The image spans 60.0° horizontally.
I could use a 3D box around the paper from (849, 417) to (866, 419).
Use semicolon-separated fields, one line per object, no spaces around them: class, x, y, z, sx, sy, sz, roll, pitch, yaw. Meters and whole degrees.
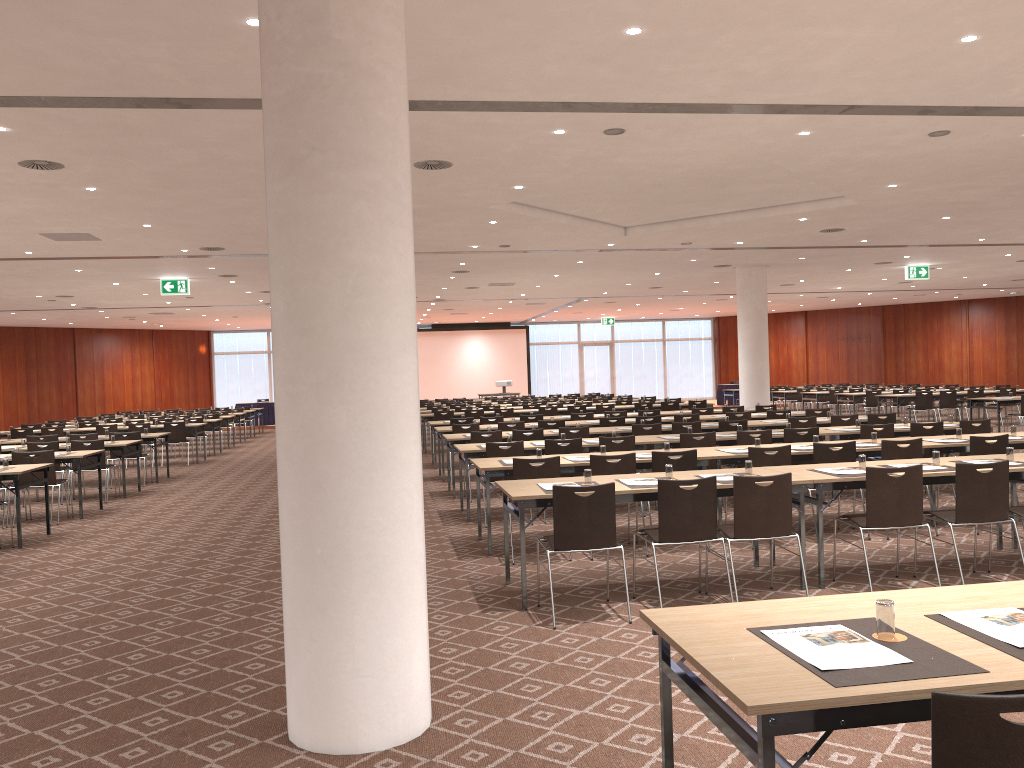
paper;5.257;0.517;13.532;0.283;0.006;0.398;-2;1;-7

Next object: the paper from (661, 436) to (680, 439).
paper;2.028;0.661;11.027;0.283;0.006;0.398;-2;1;-9

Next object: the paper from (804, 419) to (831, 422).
paper;4.661;0.544;13.361;0.460;0.003;0.565;-2;1;-9

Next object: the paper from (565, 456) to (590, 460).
paper;0.694;0.735;8.808;0.283;0.006;0.398;-2;1;-8

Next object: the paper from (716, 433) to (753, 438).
paper;2.706;0.641;11.068;0.460;0.003;0.565;-2;1;-7

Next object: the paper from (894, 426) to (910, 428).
paper;4.913;0.555;11.432;0.283;0.006;0.398;-2;1;-11

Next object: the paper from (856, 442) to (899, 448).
paper;3.652;0.631;9.176;0.460;0.003;0.565;-2;1;-9

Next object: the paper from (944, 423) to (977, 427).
paper;5.631;0.533;11.496;0.460;0.003;0.565;-2;1;-5

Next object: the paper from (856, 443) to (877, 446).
paper;3.599;0.628;9.234;0.283;0.006;0.398;-2;1;-9

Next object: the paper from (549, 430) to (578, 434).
paper;0.801;0.687;12.786;0.460;0.003;0.565;-2;1;-9

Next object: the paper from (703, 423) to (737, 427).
paper;3.052;0.603;13.123;0.460;0.003;0.565;-2;1;-10

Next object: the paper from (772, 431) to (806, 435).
paper;3.380;0.616;11.162;0.460;0.003;0.565;-2;1;-6

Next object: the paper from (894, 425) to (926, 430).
paper;4.972;0.557;11.388;0.460;0.003;0.565;-2;1;-7

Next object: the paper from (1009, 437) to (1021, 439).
paper;5.203;0.569;9.453;0.283;0.006;0.398;-2;1;-8

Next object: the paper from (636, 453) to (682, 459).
paper;1.433;0.713;8.859;0.460;0.003;0.565;-2;1;-5

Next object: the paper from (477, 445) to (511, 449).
paper;-0.171;0.748;10.599;0.460;0.003;0.565;-2;1;-9

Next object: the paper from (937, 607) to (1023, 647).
paper;1.618;0.776;2.847;0.283;0.006;0.398;-2;1;-8

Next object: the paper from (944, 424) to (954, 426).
paper;5.557;0.531;11.540;0.283;0.006;0.398;-2;1;-11

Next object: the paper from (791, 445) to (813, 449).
paper;2.980;0.651;9.137;0.283;0.006;0.398;-2;1;-8

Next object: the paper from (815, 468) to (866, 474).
paper;2.626;0.689;7.053;0.283;0.006;0.398;-2;1;-10

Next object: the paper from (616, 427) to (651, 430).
paper;1.796;0.650;12.935;0.460;0.003;0.565;-2;1;-8

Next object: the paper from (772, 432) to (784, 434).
paper;3.291;0.615;11.184;0.283;0.006;0.398;-2;1;-9

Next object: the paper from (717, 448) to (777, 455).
paper;2.375;0.678;8.969;0.460;0.003;0.565;-2;1;-8

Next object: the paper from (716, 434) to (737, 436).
paper;2.650;0.638;11.105;0.283;0.006;0.398;-2;1;-9

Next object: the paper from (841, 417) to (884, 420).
paper;5.295;0.521;13.444;0.460;0.003;0.565;-2;1;-10

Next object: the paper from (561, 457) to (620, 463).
paper;0.774;0.737;8.745;0.460;0.003;0.565;-2;1;-10

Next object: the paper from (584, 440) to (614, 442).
paper;1.062;0.697;10.866;0.283;0.006;0.398;-2;1;-11

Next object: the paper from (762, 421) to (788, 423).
paper;3.963;0.565;13.317;0.283;0.006;0.398;-2;1;-10

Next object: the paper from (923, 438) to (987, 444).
paper;4.600;0.596;9.314;0.460;0.003;0.565;-2;1;-7

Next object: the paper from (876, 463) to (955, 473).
paper;3.291;0.669;7.103;0.460;0.003;0.565;-2;1;-9

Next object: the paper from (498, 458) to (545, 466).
paper;0.117;0.762;8.655;0.460;0.003;0.565;-2;1;-7

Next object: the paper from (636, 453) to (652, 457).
paper;1.354;0.711;8.881;0.283;0.006;0.398;-2;1;-7

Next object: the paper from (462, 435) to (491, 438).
paper;-0.454;0.733;12.595;0.460;0.003;0.565;-2;1;-9

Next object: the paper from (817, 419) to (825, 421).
paper;4.600;0.542;13.410;0.283;0.006;0.398;-2;1;-11

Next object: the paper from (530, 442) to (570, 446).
paper;0.471;0.723;10.745;0.460;0.003;0.565;-2;1;-6

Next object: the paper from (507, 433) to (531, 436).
paper;0.178;0.710;12.698;0.460;0.003;0.565;-2;1;-8

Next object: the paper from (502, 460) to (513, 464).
paper;0.064;0.759;8.716;0.283;0.006;0.398;-2;1;-7

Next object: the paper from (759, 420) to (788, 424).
paper;4.041;0.567;13.278;0.460;0.003;0.565;-2;1;-8

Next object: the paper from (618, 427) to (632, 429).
paper;1.711;0.648;13.004;0.283;0.006;0.398;-2;1;-7

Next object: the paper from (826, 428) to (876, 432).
paper;4.326;0.581;11.292;0.460;0.003;0.565;-2;1;-9

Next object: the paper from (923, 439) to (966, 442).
paper;4.556;0.593;9.359;0.283;0.006;0.398;-2;1;-9

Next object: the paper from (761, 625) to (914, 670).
paper;0.980;0.801;2.715;0.283;0.006;0.398;-2;1;-9

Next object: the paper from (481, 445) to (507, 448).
paper;-0.217;0.745;10.674;0.283;0.006;0.398;-2;1;-7

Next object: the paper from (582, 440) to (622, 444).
paper;1.101;0.700;10.813;0.460;0.003;0.565;-2;1;-8

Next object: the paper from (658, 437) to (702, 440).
paper;2.083;0.664;10.955;0.460;0.003;0.565;-2;1;-7

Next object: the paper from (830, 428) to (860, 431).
paper;4.250;0.579;11.348;0.283;0.006;0.398;-2;1;-8

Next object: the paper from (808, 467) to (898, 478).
paper;2.664;0.693;6.979;0.460;0.003;0.565;-2;1;-8

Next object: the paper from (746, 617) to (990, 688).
paper;1.048;0.802;2.691;0.460;0.003;0.565;-2;1;-9

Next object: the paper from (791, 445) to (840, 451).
paper;3.020;0.654;9.071;0.460;0.003;0.565;-2;1;-10

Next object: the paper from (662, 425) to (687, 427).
paper;2.377;0.624;13.080;0.283;0.006;0.398;-2;1;-10

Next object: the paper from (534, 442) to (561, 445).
paper;0.423;0.721;10.774;0.283;0.006;0.398;-2;1;-10

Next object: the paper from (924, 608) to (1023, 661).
paper;1.662;0.780;2.761;0.460;0.003;0.565;-2;1;-7

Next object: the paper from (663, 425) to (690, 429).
paper;2.434;0.627;13.006;0.460;0.003;0.565;-2;1;-8

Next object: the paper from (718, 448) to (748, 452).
paper;2.301;0.676;9.043;0.283;0.006;0.398;-2;1;-7

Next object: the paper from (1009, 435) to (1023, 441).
paper;5.281;0.571;9.397;0.460;0.003;0.565;-2;1;-9
